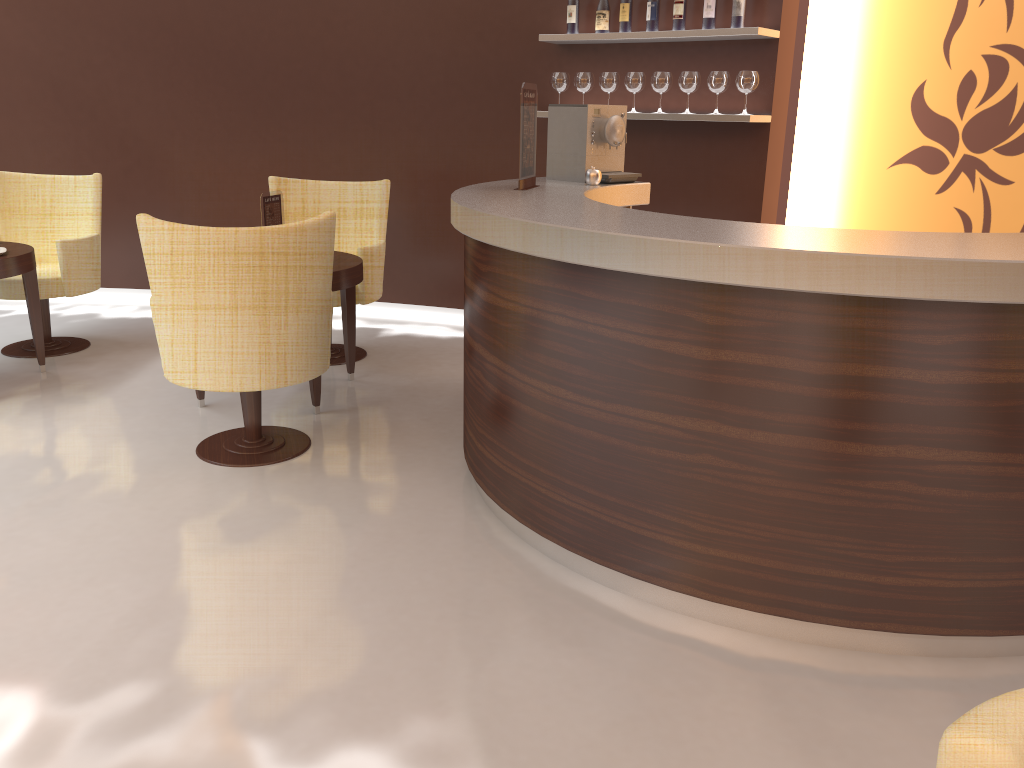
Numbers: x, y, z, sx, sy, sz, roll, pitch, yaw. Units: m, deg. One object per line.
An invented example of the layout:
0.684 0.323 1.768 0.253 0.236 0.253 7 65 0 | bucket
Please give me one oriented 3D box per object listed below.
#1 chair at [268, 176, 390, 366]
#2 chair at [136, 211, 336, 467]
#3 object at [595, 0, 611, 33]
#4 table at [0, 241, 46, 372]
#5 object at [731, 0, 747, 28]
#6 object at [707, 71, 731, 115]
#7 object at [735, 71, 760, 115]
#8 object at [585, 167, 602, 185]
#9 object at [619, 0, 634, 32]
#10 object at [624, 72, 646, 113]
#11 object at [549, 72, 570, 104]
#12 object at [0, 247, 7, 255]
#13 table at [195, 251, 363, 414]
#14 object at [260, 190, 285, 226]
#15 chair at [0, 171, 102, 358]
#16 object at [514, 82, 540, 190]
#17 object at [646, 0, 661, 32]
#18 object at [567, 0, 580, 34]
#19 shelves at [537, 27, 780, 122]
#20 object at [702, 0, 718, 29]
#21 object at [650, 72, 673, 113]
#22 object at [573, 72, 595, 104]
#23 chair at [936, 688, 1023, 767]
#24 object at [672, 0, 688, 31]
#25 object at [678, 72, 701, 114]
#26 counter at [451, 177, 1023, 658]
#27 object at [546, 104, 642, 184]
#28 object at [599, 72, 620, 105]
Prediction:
-1.091 -0.672 5.163 0.729 1.017 0.685 4 17 8 | chair
-1.091 -0.203 3.634 0.729 1.017 0.685 -5 18 -19 | chair
0.523 -2.145 5.042 0.086 0.303 0.086 -5 18 -19 | object
-2.868 -0.326 4.493 0.872 0.679 0.874 -14 22 -40 | table
1.181 -1.989 4.595 0.073 0.297 0.073 5 17 11 | object
1.108 -1.567 4.782 0.125 0.221 0.125 9 19 25 | object
1.236 -1.532 4.676 0.125 0.221 0.125 9 19 25 | object
0.358 -0.916 3.906 0.075 0.077 0.075 -8 19 -28 | object
0.643 -2.114 4.969 0.073 0.297 0.073 -8 19 -28 | object
0.698 -1.659 5.055 0.125 0.221 0.125 9 19 25 | object
0.283 -1.741 5.293 0.125 0.221 0.125 9 19 25 | object
-2.619 -0.645 4.361 0.234 0.020 0.234 -7 19 -26 | object
-1.184 -0.280 4.456 0.872 0.679 0.874 -14 22 -40 | table
-1.158 -0.765 4.309 0.042 0.335 0.209 6 18 15 | object
-2.761 -0.718 5.200 0.729 1.017 0.685 3 17 5 | chair
0.067 -1.015 3.635 0.052 0.414 0.258 6 18 15 | object
0.781 -2.085 4.881 0.073 0.297 0.073 5 17 11 | object
0.356 -2.165 5.116 0.073 0.297 0.073 5 17 11 | object
1.867 -1.531 3.668 0.586 0.902 4.744 -13 22 -39 | shelves
1.052 -2.021 4.692 0.073 0.297 0.073 1 17 -1 | object
0.834 -1.630 4.970 0.125 0.221 0.125 9 19 25 | object
0.422 -1.715 5.220 0.125 0.221 0.125 9 19 25 | object
0.583 0.786 0.522 0.729 1.017 0.685 7 18 18 | chair
0.912 -2.054 4.791 0.073 0.297 0.073 5 17 11 | object
0.971 -1.599 4.876 0.125 0.221 0.125 9 19 25 | object
0.728 -0.056 3.135 1.586 1.100 2.917 -14 23 -41 | counter
0.391 -1.116 4.111 0.270 0.340 0.373 -14 23 -41 | object
0.561 -1.688 5.139 0.125 0.221 0.125 9 19 25 | object
